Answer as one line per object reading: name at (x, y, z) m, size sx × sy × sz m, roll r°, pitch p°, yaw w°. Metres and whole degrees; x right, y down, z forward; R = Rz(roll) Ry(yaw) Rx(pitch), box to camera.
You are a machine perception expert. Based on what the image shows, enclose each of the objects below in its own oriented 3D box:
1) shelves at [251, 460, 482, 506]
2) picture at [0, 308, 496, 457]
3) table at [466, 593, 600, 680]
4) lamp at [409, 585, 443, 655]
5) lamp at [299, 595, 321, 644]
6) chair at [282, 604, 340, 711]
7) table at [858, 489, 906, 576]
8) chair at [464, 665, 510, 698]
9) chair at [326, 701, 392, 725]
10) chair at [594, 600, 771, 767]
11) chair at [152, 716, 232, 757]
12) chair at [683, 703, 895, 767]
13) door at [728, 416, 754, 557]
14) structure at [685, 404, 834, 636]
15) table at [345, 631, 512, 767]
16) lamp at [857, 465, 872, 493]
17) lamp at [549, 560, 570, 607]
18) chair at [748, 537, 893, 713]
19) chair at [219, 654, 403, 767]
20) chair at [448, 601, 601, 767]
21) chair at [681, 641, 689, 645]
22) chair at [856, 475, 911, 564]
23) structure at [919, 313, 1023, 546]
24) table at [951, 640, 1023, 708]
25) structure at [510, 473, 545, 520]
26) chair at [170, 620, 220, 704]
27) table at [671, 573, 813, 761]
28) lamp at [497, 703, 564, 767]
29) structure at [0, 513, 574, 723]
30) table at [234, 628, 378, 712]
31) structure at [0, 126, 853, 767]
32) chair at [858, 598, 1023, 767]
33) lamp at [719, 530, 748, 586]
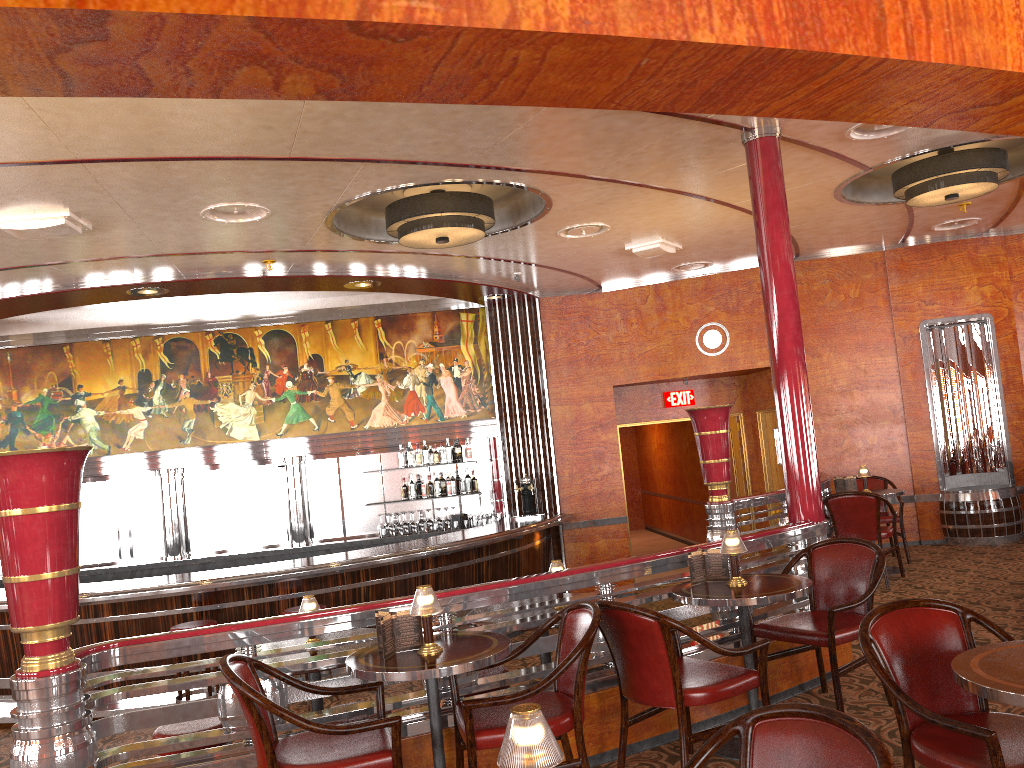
shelves at (-1.672, 1.131, 10.374) m, size 2.594 × 0.567 × 0.339 m, roll -5°, pitch -3°, yaw -5°
picture at (-3.353, 0.034, 10.264) m, size 6.253 × 1.321 × 0.001 m, roll -5°, pitch -3°, yaw -5°
table at (0.208, 1.725, 4.939) m, size 0.849 × 0.959 × 0.850 m, roll -4°, pitch -4°, yaw -25°
lamp at (-0.327, 0.902, 3.407) m, size 0.130 × 0.250 × 0.130 m, roll -6°, pitch -3°, yaw 6°
lamp at (-1.032, 1.214, 4.548) m, size 0.130 × 0.250 × 0.130 m, roll -7°, pitch -3°, yaw 15°
chair at (-1.614, 2.157, 7.038) m, size 0.350 × 0.755 × 0.350 m, roll -8°, pitch -4°, yaw 36°
table at (3.281, 1.353, 8.099) m, size 0.640 × 0.719 × 0.640 m, roll -7°, pitch -4°, yaw 24°
chair at (-0.150, 1.831, 4.462) m, size 0.350 × 0.755 × 0.350 m, roll -8°, pitch -4°, yaw 36°
chair at (-0.681, 1.850, 3.975) m, size 0.350 × 0.755 × 0.350 m, roll -8°, pitch -4°, yaw 36°
chair at (0.680, 1.260, 3.686) m, size 0.615 × 0.816 × 0.588 m, roll -3°, pitch -4°, yaw -35°
chair at (-1.424, 1.930, 4.041) m, size 0.350 × 0.755 × 0.350 m, roll -9°, pitch -5°, yaw 43°
chair at (0.490, 1.151, 1.846) m, size 0.615 × 0.816 × 0.588 m, roll -4°, pitch -4°, yaw -25°
door at (2.852, 1.384, 11.405) m, size 0.063 × 1.981 × 0.809 m, roll -5°, pitch -3°, yaw -11°
structure at (2.577, 1.173, 8.142) m, size 0.624 × 2.023 × 3.168 m, roll -8°, pitch -4°, yaw 35°
table at (-0.286, 1.387, 3.417) m, size 0.640 × 0.719 × 0.639 m, roll -8°, pitch -4°, yaw 37°
lamp at (3.233, 0.872, 8.130) m, size 0.130 × 0.250 × 0.130 m, roll -7°, pitch -4°, yaw 24°
lamp at (0.260, 1.111, 4.950) m, size 0.130 × 0.250 × 0.130 m, roll -6°, pitch -3°, yaw 6°
chair at (1.577, 1.224, 4.477) m, size 0.615 × 0.816 × 0.588 m, roll -3°, pitch -4°, yaw -35°
chair at (-0.720, 1.371, 3.253) m, size 0.615 × 0.816 × 0.588 m, roll -5°, pitch -4°, yaw -15°
chair at (0.079, 1.306, 3.484) m, size 0.615 × 0.816 × 0.588 m, roll -5°, pitch -3°, yaw -10°
chair at (0.822, 1.757, 4.808) m, size 0.350 × 0.755 × 0.350 m, roll -6°, pitch -3°, yaw 11°
chair at (3.517, 1.321, 8.687) m, size 0.588 × 0.816 × 0.615 m, roll -7°, pitch -4°, yaw 15°
structure at (4.756, 0.460, 9.214) m, size 0.812 × 2.352 × 0.557 m, roll -7°, pitch -3°, yaw 16°
table at (1.588, 1.127, 2.398) m, size 0.640 × 0.719 × 0.640 m, roll -7°, pitch -4°, yaw 15°
structure at (0.167, 1.288, 10.075) m, size 0.360 × 0.539 × 0.281 m, roll -7°, pitch -3°, yaw 15°
chair at (-2.412, 2.221, 6.802) m, size 0.350 × 0.755 × 0.351 m, roll -4°, pitch -4°, yaw -31°
table at (1.100, 1.296, 4.111) m, size 0.639 × 0.719 × 0.640 m, roll -3°, pitch -4°, yaw -34°
lamp at (0.038, 0.747, 1.702) m, size 0.130 × 0.250 × 0.130 m, roll -7°, pitch -4°, yaw 24°
structure at (-2.980, 2.251, 8.526) m, size 7.809 × 1.046 × 3.210 m, roll -5°, pitch -4°, yaw -5°
table at (-0.969, 1.812, 4.488) m, size 0.849 × 0.959 × 0.850 m, roll -6°, pitch -4°, yaw -3°
structure at (-0.024, 0.368, 4.228) m, size 4.352 × 3.602 × 0.549 m, roll -4°, pitch -4°, yaw -31°
chair at (1.459, 1.115, 2.740) m, size 0.587 × 0.816 × 0.616 m, roll -4°, pitch -4°, yaw -20°
lamp at (1.048, 0.818, 4.186) m, size 0.130 × 0.250 × 0.130 m, roll -9°, pitch -4°, yaw 42°
